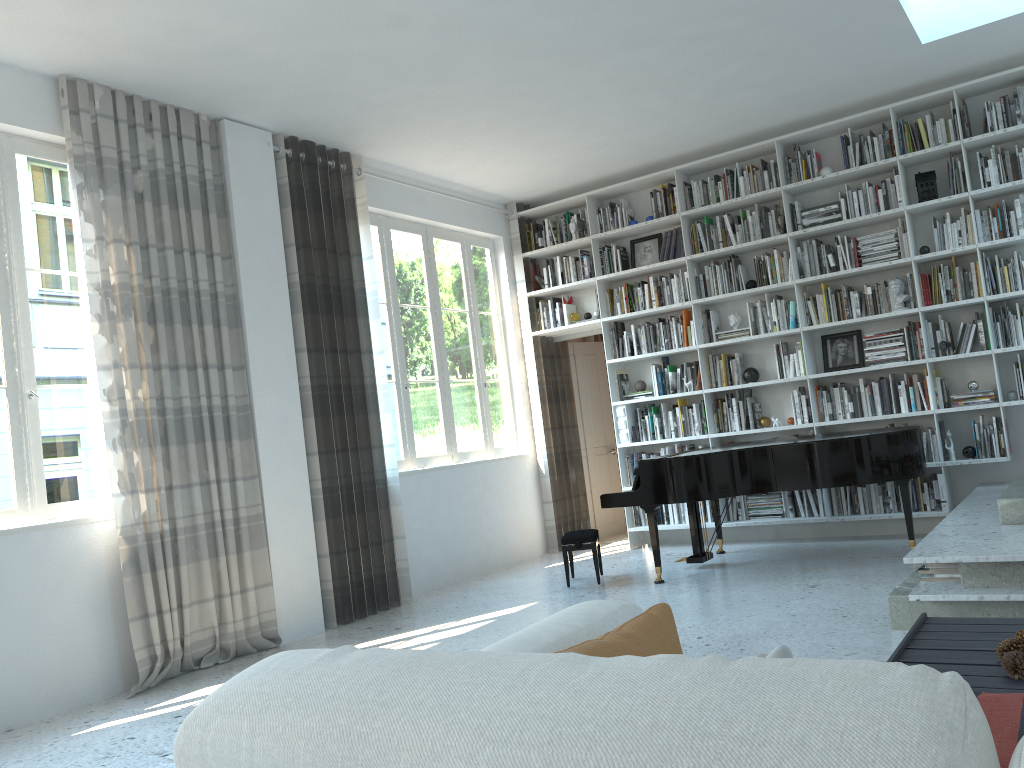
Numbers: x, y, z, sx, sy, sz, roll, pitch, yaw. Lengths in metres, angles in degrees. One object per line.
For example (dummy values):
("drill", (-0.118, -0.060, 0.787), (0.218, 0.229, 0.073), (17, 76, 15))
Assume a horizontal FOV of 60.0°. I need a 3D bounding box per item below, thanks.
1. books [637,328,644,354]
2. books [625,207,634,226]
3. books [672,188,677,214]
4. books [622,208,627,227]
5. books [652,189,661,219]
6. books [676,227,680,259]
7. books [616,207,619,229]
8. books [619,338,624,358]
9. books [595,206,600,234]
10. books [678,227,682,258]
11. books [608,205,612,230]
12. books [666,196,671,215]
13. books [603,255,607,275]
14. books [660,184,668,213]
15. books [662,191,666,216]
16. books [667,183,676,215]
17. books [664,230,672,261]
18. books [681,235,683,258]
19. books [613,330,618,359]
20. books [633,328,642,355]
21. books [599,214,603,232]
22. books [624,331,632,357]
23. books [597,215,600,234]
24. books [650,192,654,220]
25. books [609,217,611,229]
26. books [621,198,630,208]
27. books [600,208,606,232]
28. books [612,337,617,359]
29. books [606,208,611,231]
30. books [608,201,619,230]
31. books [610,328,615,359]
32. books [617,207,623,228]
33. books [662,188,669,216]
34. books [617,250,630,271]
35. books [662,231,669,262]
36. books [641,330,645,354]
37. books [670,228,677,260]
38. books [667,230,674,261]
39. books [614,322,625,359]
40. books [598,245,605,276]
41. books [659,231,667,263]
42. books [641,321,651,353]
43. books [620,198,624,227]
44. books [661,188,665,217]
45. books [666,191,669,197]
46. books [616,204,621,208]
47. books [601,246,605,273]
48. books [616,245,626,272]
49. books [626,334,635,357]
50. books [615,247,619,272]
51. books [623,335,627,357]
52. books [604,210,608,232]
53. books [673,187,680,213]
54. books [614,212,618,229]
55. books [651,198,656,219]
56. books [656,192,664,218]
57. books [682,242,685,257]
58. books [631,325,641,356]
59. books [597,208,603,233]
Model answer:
("books", (1.155, -0.363, 7.738), (0.049, 0.242, 0.139), (-9, -4, 33))
("books", (1.039, -1.441, 7.782), (0.013, 0.210, 0.136), (-9, -4, 33))
("books", (1.416, -1.528, 7.529), (0.022, 0.260, 0.152), (-9, -4, 33))
("books", (1.023, -1.435, 7.781), (0.014, 0.201, 0.170), (-9, -4, 33))
("books", (1.271, -1.516, 7.605), (0.024, 0.279, 0.187), (-9, -4, 33))
("books", (1.439, -1.174, 7.525), (0.079, 0.285, 0.174), (-9, -4, 33))
("books", (0.971, -1.436, 7.805), (0.013, 0.219, 0.181), (-9, -4, 33))
("books", (0.998, -0.309, 7.808), (0.037, 0.182, 0.189), (-9, -4, 33))
("books", (0.798, -1.440, 7.936), (0.007, 0.285, 0.159), (-9, -4, 33))
("books", (1.460, -1.177, 7.517), (0.079, 0.285, 0.174), (-9, -4, 33))
("books", (0.908, -1.447, 7.849), (0.016, 0.260, 0.154), (-9, -4, 33))
("books", (1.372, -1.487, 7.543), (0.027, 0.190, 0.177), (-9, -4, 33))
("books", (0.864, -1.040, 7.894), (0.015, 0.206, 0.172), (-9, -4, 33))
("books", (1.322, -1.543, 7.601), (0.014, 0.320, 0.136), (-9, -4, 33))
("books", (1.331, -1.517, 7.563), (0.010, 0.263, 0.156), (-9, -4, 33))
("books", (1.382, -1.543, 7.523), (0.025, 0.297, 0.163), (-9, -4, 33))
("books", (1.359, -1.156, 7.557), (0.110, 0.279, 0.174), (-9, -4, 33))
("books", (1.476, -1.180, 7.500), (0.079, 0.285, 0.174), (-9, -4, 33))
("books", (0.955, -0.344, 7.831), (0.027, 0.266, 0.176), (-9, -4, 33))
("books", (1.117, -0.360, 7.734), (0.011, 0.246, 0.176), (-9, -4, 33))
("books", (0.836, -1.409, 7.908), (0.032, 0.210, 0.158), (-9, -4, 33))
("books", (1.042, -0.343, 7.780), (0.022, 0.235, 0.177), (-9, -4, 33))
("books", (0.808, -1.401, 7.921), (0.017, 0.204, 0.142), (-9, -4, 33))
("books", (1.242, -1.509, 7.644), (0.013, 0.277, 0.151), (-9, -4, 33))
("books", (0.907, -1.411, 7.866), (0.014, 0.192, 0.146), (-9, -4, 33))
("books", (1.015, -1.479, 7.805), (0.015, 0.293, 0.130), (-9, -4, 33))
("books", (0.848, -1.431, 7.890), (0.012, 0.249, 0.180), (-9, -4, 33))
("books", (0.949, -0.313, 7.856), (0.026, 0.209, 0.155), (-9, -4, 33))
("books", (0.887, -1.434, 7.868), (0.016, 0.243, 0.156), (-9, -4, 33))
("books", (0.916, -1.459, 7.824), (0.015, 0.279, 0.190), (-9, -4, 33))
("books", (0.933, -0.348, 7.876), (0.012, 0.285, 0.159), (-9, -4, 33))
("books", (0.982, -1.436, 7.790), (0.021, 0.213, 0.173), (-9, -4, 33))
("books", (1.339, -1.524, 7.558), (0.011, 0.274, 0.183), (-9, -4, 33))
("books", (0.984, -1.065, 7.793), (0.012, 0.214, 0.185), (-9, -4, 33))
("books", (1.350, -1.154, 7.584), (0.110, 0.279, 0.174), (-9, -4, 33))
("books", (1.172, -0.360, 7.704), (0.014, 0.229, 0.148), (-9, -4, 33))
("books", (1.401, -1.166, 7.527), (0.097, 0.282, 0.174), (-9, -4, 33))
("books", (1.387, -1.160, 7.560), (0.110, 0.279, 0.174), (-9, -4, 33))
("books", (0.965, -0.381, 7.820), (0.012, 0.333, 0.184), (-9, -4, 33))
("books", (0.830, -1.080, 7.898), (0.005, 0.292, 0.184), (-9, -4, 33))
("books", (1.326, -1.150, 7.589), (0.110, 0.279, 0.174), (-9, -4, 33))
("books", (1.177, -0.394, 7.697), (0.011, 0.293, 0.183), (-9, -4, 33))
("books", (0.999, -1.481, 7.802), (0.007, 0.301, 0.145), (-9, -4, 33))
("books", (1.327, -1.526, 7.580), (0.013, 0.283, 0.166), (-9, -4, 33))
("books", (1.366, -1.516, 7.576), (0.013, 0.254, 0.129), (-9, -4, 33))
("books", (0.964, -1.451, 7.821), (0.013, 0.252, 0.129), (-9, -4, 33))
("books", (0.848, -1.078, 7.899), (0.006, 0.287, 0.148), (-9, -4, 33))
("books", (0.976, -1.084, 7.807), (0.012, 0.254, 0.166), (-9, -4, 33))
("books", (1.060, -0.330, 7.757), (0.028, 0.203, 0.188), (-9, -4, 33))
("books", (0.967, -1.080, 7.814), (0.011, 0.249, 0.168), (-9, -4, 33))
("books", (1.027, -0.325, 7.811), (0.042, 0.208, 0.143), (-9, -4, 33))
("books", (0.873, -1.423, 7.871), (0.013, 0.225, 0.177), (-9, -4, 33))
("books", (1.431, -1.529, 7.503), (0.031, 0.254, 0.178), (-9, -4, 33))
("books", (0.949, -1.414, 7.825), (0.026, 0.182, 0.161), (-9, -4, 33))
("books", (1.256, -1.482, 7.621), (0.028, 0.218, 0.153), (-9, -4, 33))
("books", (1.294, -1.504, 7.589), (0.028, 0.249, 0.155), (-9, -4, 33))
("books", (1.487, -1.183, 7.476), (0.079, 0.285, 0.174), (-9, -4, 33))
("books", (1.106, -0.375, 7.752), (0.023, 0.281, 0.174), (-9, -4, 33))
("books", (0.818, -1.430, 7.921), (0.007, 0.258, 0.156), (-9, -4, 33))
